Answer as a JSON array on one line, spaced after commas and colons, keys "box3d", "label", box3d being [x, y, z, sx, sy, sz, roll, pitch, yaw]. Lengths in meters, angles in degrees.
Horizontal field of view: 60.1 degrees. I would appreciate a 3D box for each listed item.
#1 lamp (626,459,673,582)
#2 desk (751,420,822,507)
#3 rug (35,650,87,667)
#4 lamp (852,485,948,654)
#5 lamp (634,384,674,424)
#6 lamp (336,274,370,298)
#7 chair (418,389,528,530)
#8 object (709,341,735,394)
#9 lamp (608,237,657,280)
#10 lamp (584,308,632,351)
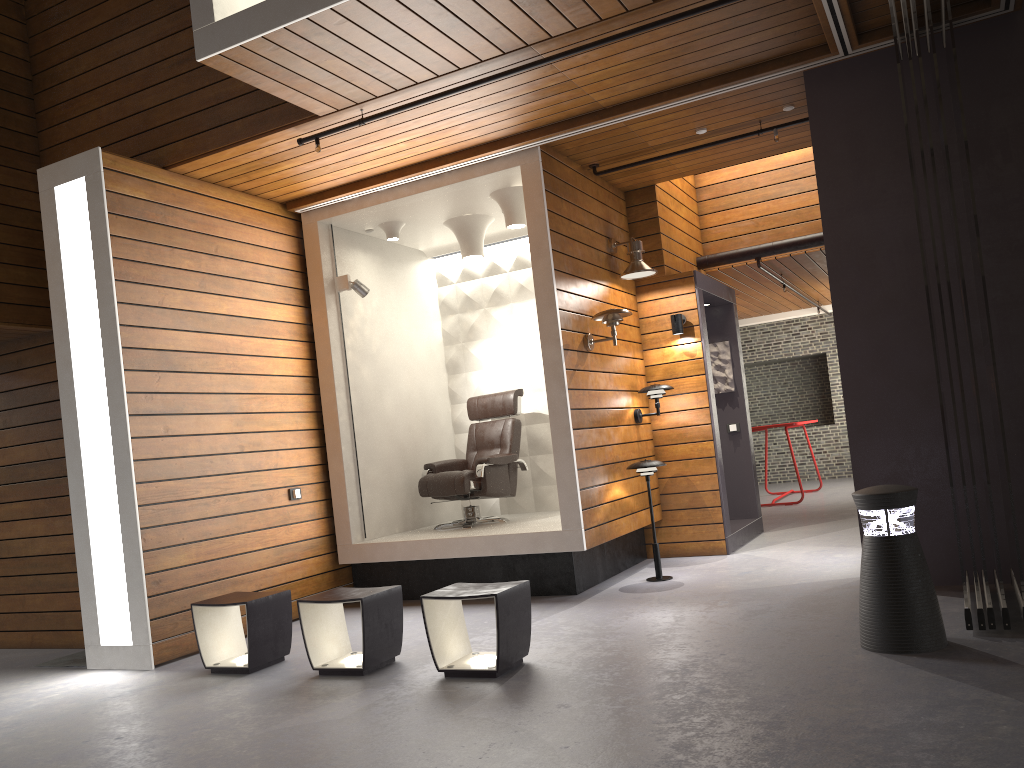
[{"box3d": [1.001, 0.963, 6.312, 0.288, 0.861, 0.288, -7, -2, 12], "label": "lamp"}, {"box3d": [3.474, 1.017, 11.484, 0.846, 0.983, 1.715, -8, -4, 26], "label": "desk"}, {"box3d": [-2.487, 1.785, 6.265, 0.542, 0.014, 1.577, -9, -5, 26], "label": "rug"}, {"box3d": [1.663, 0.787, 3.863, 0.349, 0.695, 0.347, -8, -2, 32], "label": "lamp"}, {"box3d": [1.123, 0.146, 6.967, 0.327, 0.296, 0.288, -8, -3, 26], "label": "lamp"}, {"box3d": [-1.217, -0.746, 6.771, 0.248, 0.188, 0.129, -6, -2, -5], "label": "lamp"}, {"box3d": [-0.316, 0.613, 7.299, 0.758, 1.070, 0.823, -9, -3, 41], "label": "chair"}, {"box3d": [1.889, -0.142, 8.384, 0.381, 0.477, 0.048, -8, -2, 27], "label": "object"}, {"box3d": [0.937, -0.999, 6.866, 0.347, 0.330, 0.294, -8, -3, 28], "label": "lamp"}, {"box3d": [0.677, -0.388, 6.180, 0.352, 0.270, 0.288, -8, -3, 26], "label": "lamp"}]
